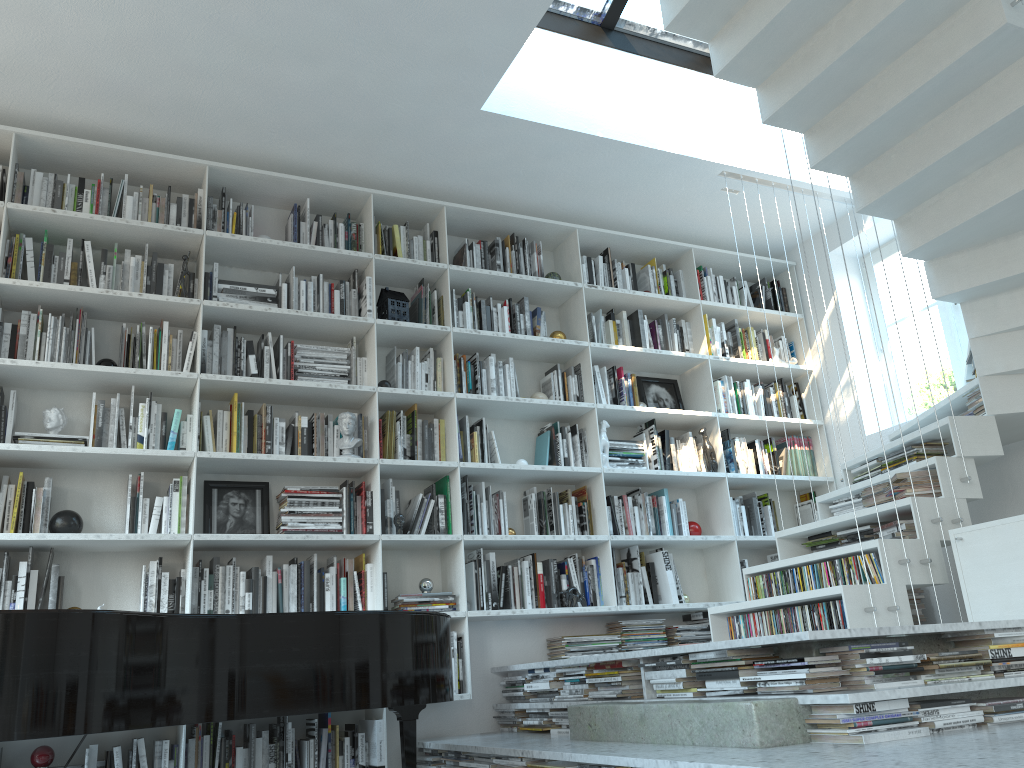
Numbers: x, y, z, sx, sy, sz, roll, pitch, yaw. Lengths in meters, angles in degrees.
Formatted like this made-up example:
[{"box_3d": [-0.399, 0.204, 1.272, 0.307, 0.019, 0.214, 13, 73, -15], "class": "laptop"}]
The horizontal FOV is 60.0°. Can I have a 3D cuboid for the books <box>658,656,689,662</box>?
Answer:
[{"box_3d": [0.649, 1.025, 3.316, 0.134, 0.014, 0.182, 3, -20, -20], "class": "books"}]

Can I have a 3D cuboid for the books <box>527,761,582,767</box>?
[{"box_3d": [0.189, 1.301, 3.029, 0.179, 0.012, 0.250, 6, -21, -28], "class": "books"}]

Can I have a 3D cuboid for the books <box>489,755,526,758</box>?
[{"box_3d": [0.050, 1.376, 3.298, 0.193, 0.005, 0.225, 6, -21, -29], "class": "books"}]

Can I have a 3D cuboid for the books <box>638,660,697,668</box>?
[{"box_3d": [0.623, 1.036, 3.299, 0.192, 0.014, 0.257, 6, -21, -29], "class": "books"}]

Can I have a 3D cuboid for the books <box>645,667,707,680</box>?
[{"box_3d": [0.637, 1.074, 3.293, 0.174, 0.029, 0.251, 5, -21, -27], "class": "books"}]

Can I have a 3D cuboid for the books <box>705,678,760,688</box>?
[{"box_3d": [0.780, 1.016, 3.025, 0.155, 0.028, 0.190, 4, -20, -24], "class": "books"}]

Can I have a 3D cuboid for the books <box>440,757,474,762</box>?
[{"box_3d": [-0.190, 1.613, 3.822, 0.160, 0.009, 0.292, 4, -20, -23], "class": "books"}]

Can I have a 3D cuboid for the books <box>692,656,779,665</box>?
[{"box_3d": [0.765, 0.948, 3.042, 0.171, 0.007, 0.261, 5, -21, -27], "class": "books"}]

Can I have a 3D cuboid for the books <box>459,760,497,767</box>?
[{"box_3d": [-0.070, 1.518, 3.553, 0.180, 0.015, 0.295, 5, -21, -27], "class": "books"}]

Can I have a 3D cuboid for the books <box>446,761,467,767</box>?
[{"box_3d": [-0.179, 1.627, 3.823, 0.143, 0.019, 0.231, 4, -20, -24], "class": "books"}]

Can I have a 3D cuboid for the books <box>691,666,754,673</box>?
[{"box_3d": [0.764, 0.973, 3.032, 0.187, 0.009, 0.251, 5, -21, -25], "class": "books"}]

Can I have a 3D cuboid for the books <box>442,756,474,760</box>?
[{"box_3d": [-0.182, 1.608, 3.828, 0.126, 0.005, 0.291, 7, -21, -29], "class": "books"}]

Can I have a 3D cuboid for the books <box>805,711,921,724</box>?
[{"box_3d": [1.013, 0.966, 2.572, 0.292, 0.012, 0.160, 4, -20, -22], "class": "books"}]

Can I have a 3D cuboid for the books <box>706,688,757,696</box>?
[{"box_3d": [0.781, 1.045, 3.014, 0.142, 0.020, 0.231, 3, -20, -20], "class": "books"}]

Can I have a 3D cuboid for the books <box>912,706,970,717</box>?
[{"box_3d": [1.264, 0.997, 2.702, 0.211, 0.018, 0.135, 4, -20, -22], "class": "books"}]

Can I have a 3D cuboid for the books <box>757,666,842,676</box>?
[{"box_3d": [0.906, 0.906, 2.801, 0.137, 0.012, 0.243, 4, -20, -24], "class": "books"}]

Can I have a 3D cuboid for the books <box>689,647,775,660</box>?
[{"box_3d": [0.751, 0.926, 3.043, 0.189, 0.022, 0.238, 3, -20, -20], "class": "books"}]

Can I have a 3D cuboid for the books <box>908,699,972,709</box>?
[{"box_3d": [1.264, 0.976, 2.706, 0.220, 0.013, 0.149, 5, -21, -26], "class": "books"}]

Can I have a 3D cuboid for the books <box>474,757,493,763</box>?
[{"box_3d": [-0.050, 1.505, 3.568, 0.130, 0.018, 0.256, 4, -20, -22], "class": "books"}]

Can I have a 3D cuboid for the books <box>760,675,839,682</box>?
[{"box_3d": [0.904, 0.927, 2.792, 0.134, 0.006, 0.228, 3, -20, -21], "class": "books"}]

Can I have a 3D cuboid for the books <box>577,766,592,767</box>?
[{"box_3d": [0.335, 1.196, 2.775, 0.157, 0.007, 0.269, 5, -21, -25], "class": "books"}]

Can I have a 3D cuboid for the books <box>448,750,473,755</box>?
[{"box_3d": [-0.184, 1.583, 3.836, 0.137, 0.018, 0.201, 3, -20, -21], "class": "books"}]

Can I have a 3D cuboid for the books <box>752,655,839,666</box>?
[{"box_3d": [0.897, 0.875, 2.807, 0.149, 0.014, 0.229, 5, -21, -27], "class": "books"}]

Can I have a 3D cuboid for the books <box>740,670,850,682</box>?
[{"box_3d": [0.885, 0.917, 2.787, 0.185, 0.014, 0.298, 5, -21, -26], "class": "books"}]

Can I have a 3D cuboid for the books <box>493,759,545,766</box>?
[{"box_3d": [0.062, 1.398, 3.296, 0.171, 0.015, 0.253, 6, -21, -28], "class": "books"}]

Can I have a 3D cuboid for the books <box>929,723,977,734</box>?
[{"box_3d": [1.270, 1.039, 2.681, 0.208, 0.015, 0.153, 6, -21, -27], "class": "books"}]

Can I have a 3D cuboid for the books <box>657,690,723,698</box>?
[{"box_3d": [0.656, 1.145, 3.276, 0.132, 0.016, 0.263, 3, -20, -20], "class": "books"}]

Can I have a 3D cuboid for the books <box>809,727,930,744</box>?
[{"box_3d": [1.023, 1.006, 2.542, 0.262, 0.023, 0.200, 6, -21, -27], "class": "books"}]

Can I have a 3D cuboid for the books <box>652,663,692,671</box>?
[{"box_3d": [0.645, 1.053, 3.304, 0.145, 0.017, 0.209, 7, -21, -30], "class": "books"}]

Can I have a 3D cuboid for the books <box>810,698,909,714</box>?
[{"box_3d": [1.011, 0.938, 2.579, 0.234, 0.025, 0.158, 7, -22, -30], "class": "books"}]

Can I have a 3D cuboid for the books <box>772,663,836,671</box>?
[{"box_3d": [0.925, 0.897, 2.813, 0.091, 0.011, 0.190, 5, -21, -27], "class": "books"}]

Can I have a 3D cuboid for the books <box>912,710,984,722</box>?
[{"box_3d": [1.269, 1.007, 2.688, 0.273, 0.012, 0.159, 6, -21, -27], "class": "books"}]

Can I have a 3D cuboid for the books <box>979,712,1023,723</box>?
[{"box_3d": [1.533, 1.046, 2.792, 0.250, 0.018, 0.178, 4, -20, -22], "class": "books"}]

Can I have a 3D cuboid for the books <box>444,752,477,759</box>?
[{"box_3d": [-0.178, 1.599, 3.834, 0.135, 0.014, 0.298, 4, -20, -24], "class": "books"}]

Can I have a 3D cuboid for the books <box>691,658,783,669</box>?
[{"box_3d": [0.765, 0.957, 3.038, 0.168, 0.013, 0.282, 6, -21, -28], "class": "books"}]

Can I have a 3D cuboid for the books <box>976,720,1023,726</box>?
[{"box_3d": [1.525, 1.066, 2.805, 0.250, 0.009, 0.144, 5, -21, -26], "class": "books"}]

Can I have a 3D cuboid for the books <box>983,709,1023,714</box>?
[{"box_3d": [1.522, 1.036, 2.817, 0.273, 0.009, 0.129, 4, -20, -22], "class": "books"}]

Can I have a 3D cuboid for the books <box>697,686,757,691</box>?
[{"box_3d": [0.776, 1.032, 3.017, 0.154, 0.007, 0.293, 4, -20, -22], "class": "books"}]

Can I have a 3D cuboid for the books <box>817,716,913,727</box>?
[{"box_3d": [1.015, 0.976, 2.565, 0.210, 0.012, 0.168, 3, -20, -21], "class": "books"}]

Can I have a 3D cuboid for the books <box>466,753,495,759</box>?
[{"box_3d": [-0.063, 1.492, 3.567, 0.159, 0.006, 0.286, 4, -20, -23], "class": "books"}]

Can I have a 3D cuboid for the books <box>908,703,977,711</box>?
[{"box_3d": [1.265, 0.984, 2.701, 0.242, 0.005, 0.153, 4, -20, -24], "class": "books"}]

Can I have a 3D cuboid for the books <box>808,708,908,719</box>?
[{"box_3d": [1.007, 0.959, 2.586, 0.257, 0.010, 0.132, 3, -20, -21], "class": "books"}]

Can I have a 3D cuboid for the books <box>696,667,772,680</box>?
[{"box_3d": [0.770, 0.989, 3.029, 0.177, 0.026, 0.231, 5, -21, -25], "class": "books"}]

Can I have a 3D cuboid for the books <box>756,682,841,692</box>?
[{"box_3d": [0.894, 0.950, 2.779, 0.161, 0.014, 0.213, 3, -20, -21], "class": "books"}]

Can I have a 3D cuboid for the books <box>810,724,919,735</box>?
[{"box_3d": [1.014, 0.998, 2.564, 0.264, 0.006, 0.165, 4, -20, -24], "class": "books"}]

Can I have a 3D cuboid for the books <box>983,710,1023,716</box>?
[{"box_3d": [1.529, 1.037, 2.800, 0.254, 0.005, 0.161, 6, -21, -29], "class": "books"}]

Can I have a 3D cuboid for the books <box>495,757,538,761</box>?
[{"box_3d": [0.064, 1.385, 3.301, 0.174, 0.011, 0.228, 5, -21, -26], "class": "books"}]

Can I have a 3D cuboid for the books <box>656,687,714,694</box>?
[{"box_3d": [0.663, 1.132, 3.284, 0.136, 0.013, 0.259, 5, -21, -25], "class": "books"}]

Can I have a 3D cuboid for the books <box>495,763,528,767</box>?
[{"box_3d": [0.056, 1.411, 3.288, 0.182, 0.016, 0.199, 3, -20, -20], "class": "books"}]

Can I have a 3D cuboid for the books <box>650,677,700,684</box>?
[{"box_3d": [0.634, 1.094, 3.284, 0.178, 0.015, 0.188, 3, -20, -20], "class": "books"}]

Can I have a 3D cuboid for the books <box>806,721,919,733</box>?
[{"box_3d": [1.013, 0.992, 2.566, 0.285, 0.008, 0.160, 6, -21, -27], "class": "books"}]

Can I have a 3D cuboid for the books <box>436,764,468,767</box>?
[{"box_3d": [-0.204, 1.647, 3.803, 0.191, 0.028, 0.213, 3, -20, -21], "class": "books"}]

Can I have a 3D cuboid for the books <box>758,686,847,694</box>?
[{"box_3d": [0.909, 0.961, 2.782, 0.144, 0.009, 0.250, 5, -21, -25], "class": "books"}]

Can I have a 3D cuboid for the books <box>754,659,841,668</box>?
[{"box_3d": [0.901, 0.886, 2.805, 0.132, 0.009, 0.270, 3, -20, -21], "class": "books"}]

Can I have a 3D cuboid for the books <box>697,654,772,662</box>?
[{"box_3d": [0.765, 0.941, 3.044, 0.170, 0.008, 0.209, 4, -20, -22], "class": "books"}]

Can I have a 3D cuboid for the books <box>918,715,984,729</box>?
[{"box_3d": [1.275, 1.019, 2.674, 0.232, 0.019, 0.170, 7, -22, -30], "class": "books"}]

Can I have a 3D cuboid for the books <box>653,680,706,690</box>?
[{"box_3d": [0.646, 1.113, 3.283, 0.167, 0.024, 0.193, 4, -20, -24], "class": "books"}]

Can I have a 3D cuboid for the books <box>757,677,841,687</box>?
[{"box_3d": [0.899, 0.936, 2.786, 0.152, 0.015, 0.208, 6, -21, -28], "class": "books"}]

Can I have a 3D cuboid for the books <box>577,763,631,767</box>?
[{"box_3d": [0.332, 1.189, 2.776, 0.160, 0.008, 0.240, 4, -20, -24], "class": "books"}]
